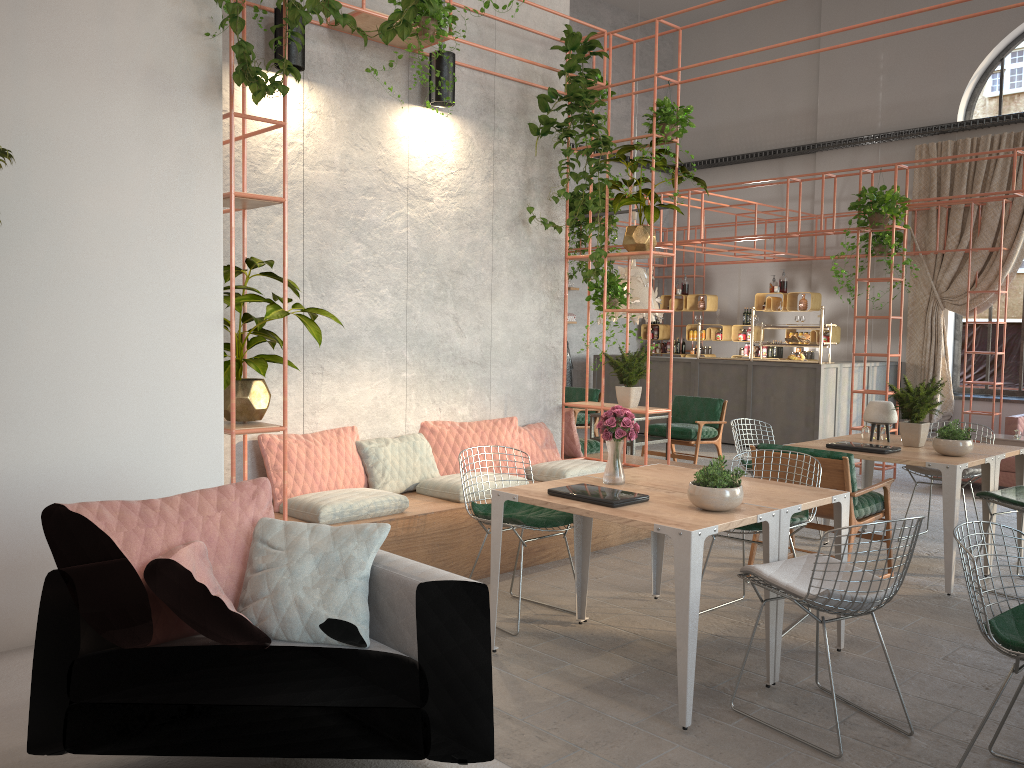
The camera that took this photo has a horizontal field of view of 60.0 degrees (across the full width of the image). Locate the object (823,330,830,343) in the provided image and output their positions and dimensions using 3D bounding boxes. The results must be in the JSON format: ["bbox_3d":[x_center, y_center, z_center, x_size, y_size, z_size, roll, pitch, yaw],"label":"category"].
[{"bbox_3d":[4.886,-0.728,13.787,0.131,0.207,0.131,1,4,1],"label":"object"}]

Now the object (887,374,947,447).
[{"bbox_3d":[2.919,0.189,6.399,0.438,0.527,0.368,-2,5,-44],"label":"object"}]

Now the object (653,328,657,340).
[{"bbox_3d":[2.631,-0.921,16.338,0.131,0.207,0.131,1,4,1],"label":"object"}]

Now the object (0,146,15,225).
[{"bbox_3d":[-2.319,-0.653,3.244,0.894,1.097,0.900,0,4,-15],"label":"object"}]

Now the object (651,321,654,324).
[{"bbox_3d":[2.560,-1.236,16.171,0.066,0.291,0.066,2,4,16],"label":"object"}]

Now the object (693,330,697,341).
[{"bbox_3d":[3.201,-0.852,15.490,0.069,0.191,0.069,1,4,-2],"label":"object"}]

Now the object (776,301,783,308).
[{"bbox_3d":[4.332,-1.263,14.355,0.123,0.142,0.141,-2,5,-44],"label":"object"}]

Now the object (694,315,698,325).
[{"bbox_3d":[3.220,-1.119,15.504,0.083,0.159,0.083,-2,4,-34],"label":"object"}]

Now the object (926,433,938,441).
[{"bbox_3d":[3.229,0.411,6.796,0.218,0.041,0.218,-2,4,-35],"label":"object"}]

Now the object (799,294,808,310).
[{"bbox_3d":[4.640,-1.303,14.120,0.137,0.261,0.137,0,4,-8],"label":"object"}]

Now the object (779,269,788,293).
[{"bbox_3d":[4.410,-1.669,14.407,0.134,0.386,0.134,3,4,35],"label":"object"}]

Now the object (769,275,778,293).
[{"bbox_3d":[4.303,-1.639,14.572,0.134,0.301,0.134,3,4,35],"label":"object"}]

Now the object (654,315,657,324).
[{"bbox_3d":[2.615,-1.239,16.225,0.066,0.291,0.066,-2,4,-37],"label":"object"}]

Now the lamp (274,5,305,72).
[{"bbox_3d":[-1.361,-2.664,5.439,0.179,1.425,0.185,-2,5,-44],"label":"lamp"}]

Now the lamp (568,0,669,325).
[{"bbox_3d":[0.016,-2.719,10.212,0.704,4.052,4.456,-2,5,-44],"label":"lamp"}]

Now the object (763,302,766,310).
[{"bbox_3d":[4.181,-1.285,14.615,0.097,0.148,0.097,4,5,42],"label":"object"}]

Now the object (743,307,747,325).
[{"bbox_3d":[3.884,-1.130,14.785,0.066,0.291,0.066,2,4,16],"label":"object"}]

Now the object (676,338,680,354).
[{"bbox_3d":[2.960,-0.682,15.776,0.066,0.291,0.066,3,4,30],"label":"object"}]

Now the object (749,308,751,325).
[{"bbox_3d":[3.999,-1.135,14.893,0.066,0.291,0.066,1,4,-4],"label":"object"}]

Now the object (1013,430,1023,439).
[{"bbox_3d":[5.986,0.623,10.478,0.199,0.145,0.156,-1,4,-29],"label":"object"}]

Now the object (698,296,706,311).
[{"bbox_3d":[3.316,-1.410,15.507,0.137,0.261,0.137,0,4,-8],"label":"object"}]

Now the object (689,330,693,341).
[{"bbox_3d":[3.144,-0.856,15.550,0.069,0.191,0.069,1,4,-2],"label":"object"}]

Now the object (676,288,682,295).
[{"bbox_3d":[2.960,-1.642,15.725,0.088,0.123,0.088,2,4,13],"label":"object"}]

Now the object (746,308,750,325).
[{"bbox_3d":[3.939,-1.132,14.839,0.066,0.291,0.066,-2,4,-37],"label":"object"}]

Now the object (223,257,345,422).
[{"bbox_3d":[-1.450,-0.254,4.851,0.934,0.919,0.903,2,4,18],"label":"object"}]

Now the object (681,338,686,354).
[{"bbox_3d":[3.078,-0.686,15.901,0.074,0.287,0.072,0,4,-12],"label":"object"}]

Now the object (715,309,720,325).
[{"bbox_3d":[3.555,-1.160,15.331,0.075,0.273,0.075,2,4,13],"label":"object"}]

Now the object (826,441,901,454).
[{"bbox_3d":[2.455,0.444,6.199,0.268,0.031,0.427,-2,5,-44],"label":"object"}]

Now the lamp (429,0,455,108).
[{"bbox_3d":[-0.486,-2.702,6.272,0.179,1.425,0.185,-2,5,-44],"label":"lamp"}]

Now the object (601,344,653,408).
[{"bbox_3d":[0.959,-0.068,7.242,0.438,0.527,0.368,-2,5,-44],"label":"object"}]

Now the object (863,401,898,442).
[{"bbox_3d":[2.783,0.286,6.704,0.241,0.313,0.241,1,4,1],"label":"object"}]

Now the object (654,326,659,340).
[{"bbox_3d":[2.633,-0.933,16.107,0.072,0.248,0.094,-2,5,-44],"label":"object"}]

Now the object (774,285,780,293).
[{"bbox_3d":[4.283,-1.535,14.339,0.088,0.123,0.088,2,4,13],"label":"object"}]

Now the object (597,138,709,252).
[{"bbox_3d":[1.114,-1.532,7.163,0.934,0.947,0.903,1,4,8],"label":"object"}]

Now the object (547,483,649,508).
[{"bbox_3d":[0.411,0.532,4.254,0.268,0.031,0.427,-2,5,-44],"label":"object"}]

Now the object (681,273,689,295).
[{"bbox_3d":[3.086,-1.776,15.793,0.134,0.386,0.134,0,4,-10],"label":"object"}]

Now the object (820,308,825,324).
[{"bbox_3d":[4.879,-1.053,13.945,0.075,0.273,0.075,3,4,35],"label":"object"}]

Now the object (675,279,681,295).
[{"bbox_3d":[2.979,-1.746,15.958,0.134,0.301,0.134,3,4,35],"label":"object"}]

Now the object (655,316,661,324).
[{"bbox_3d":[2.643,-1.159,16.109,0.115,0.147,0.115,1,4,1],"label":"object"}]

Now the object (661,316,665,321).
[{"bbox_3d":[2.738,-1.163,16.199,0.115,0.147,0.115,1,4,1],"label":"object"}]

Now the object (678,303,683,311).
[{"bbox_3d":[3.008,-1.370,15.741,0.123,0.142,0.141,-2,5,-44],"label":"object"}]

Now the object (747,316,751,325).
[{"bbox_3d":[3.967,-1.053,14.722,0.115,0.147,0.115,-2,4,-35],"label":"object"}]

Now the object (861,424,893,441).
[{"bbox_3d":[2.824,0.348,6.859,0.210,0.154,0.165,3,4,36],"label":"object"}]

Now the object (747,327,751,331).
[{"bbox_3d":[3.957,-0.826,14.721,0.072,0.248,0.094,-2,5,-44],"label":"object"}]

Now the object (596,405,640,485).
[{"bbox_3d":[0.552,0.318,4.647,0.225,0.414,0.213,4,5,39],"label":"object"}]

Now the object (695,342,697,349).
[{"bbox_3d":[3.275,-0.674,15.541,0.115,0.107,0.115,0,4,-17],"label":"object"}]

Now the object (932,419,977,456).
[{"bbox_3d":[2.967,0.359,5.968,0.248,0.247,0.254,-2,5,-44],"label":"object"}]

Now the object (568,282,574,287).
[{"bbox_3d":[0.954,-1.671,14.924,0.263,0.101,0.013,-2,5,-44],"label":"object"}]

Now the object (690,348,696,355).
[{"bbox_3d":[3.180,-0.571,15.551,0.115,0.107,0.115,2,4,13],"label":"object"}]

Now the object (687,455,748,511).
[{"bbox_3d":[0.923,0.447,4.023,0.248,0.247,0.254,-2,5,-44],"label":"object"}]

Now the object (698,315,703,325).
[{"bbox_3d":[3.283,-1.114,15.439,0.083,0.159,0.083,-2,4,-34],"label":"object"}]

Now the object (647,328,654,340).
[{"bbox_3d":[2.533,-0.916,16.230,0.131,0.207,0.131,1,4,1],"label":"object"}]
